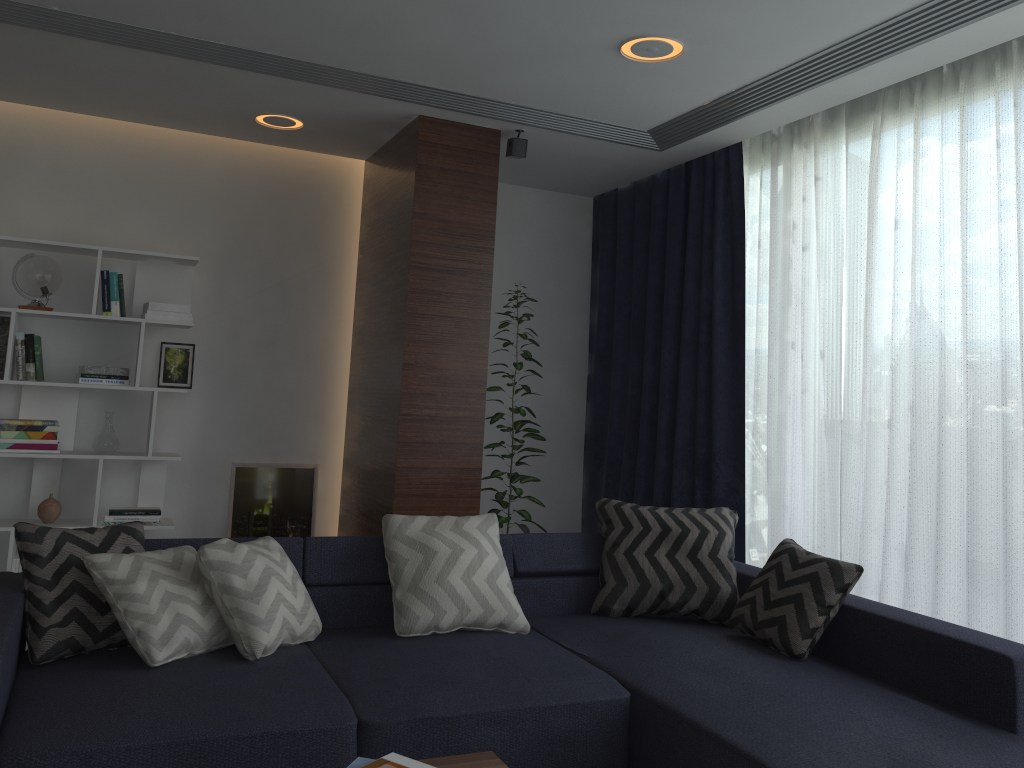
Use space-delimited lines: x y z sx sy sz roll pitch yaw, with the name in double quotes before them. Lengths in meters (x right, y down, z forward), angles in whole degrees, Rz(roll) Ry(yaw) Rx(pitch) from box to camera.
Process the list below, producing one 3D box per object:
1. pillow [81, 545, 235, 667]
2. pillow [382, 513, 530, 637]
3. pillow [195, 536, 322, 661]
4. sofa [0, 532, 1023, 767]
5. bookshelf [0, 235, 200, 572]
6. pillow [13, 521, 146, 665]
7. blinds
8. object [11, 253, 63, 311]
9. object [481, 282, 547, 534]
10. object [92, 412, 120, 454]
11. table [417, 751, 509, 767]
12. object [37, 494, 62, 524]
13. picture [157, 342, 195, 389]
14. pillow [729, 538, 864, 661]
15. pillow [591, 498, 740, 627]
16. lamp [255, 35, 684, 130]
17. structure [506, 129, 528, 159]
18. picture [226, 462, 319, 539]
"pillow" -1.058 0.669 2.725 0.330 0.297 0.413 1 -3 28
"pillow" -0.216 0.685 3.205 0.493 0.391 0.341 4 -4 -24
"pillow" -0.811 0.677 2.867 0.280 0.354 0.415 2 -4 19
"sofa" -0.043 0.881 2.545 2.864 0.613 1.893 4 -2 -24
"bookshelf" -2.330 0.189 4.604 1.146 1.835 0.298 5 -6 -24
"pillow" -1.301 0.619 2.728 0.221 0.389 0.412 -1 -5 36
"blinds" -0.459 -0.244 1.835 5.784 2.794 7.109 4 -2 -21
"object" -2.455 -0.484 4.558 0.235 0.386 0.218 3 -5 -5
"object" 0.001 0.312 5.155 0.503 1.861 0.479 -1 -7 34
"object" -2.131 0.257 4.647 0.132 0.221 0.131 5 -5 -19
"table" -0.253 0.977 1.465 0.798 0.355 0.803 4 -2 -24
"object" -2.371 0.638 4.531 0.111 0.148 0.122 5 -5 -27
"picture" -1.888 -0.104 4.969 0.181 0.258 0.058 5 -6 -24
"pillow" 0.999 0.757 3.150 0.285 0.347 0.413 5 -4 -20
"pillow" 0.628 0.756 3.583 0.598 0.523 0.352 3 -5 6
"lamp" -3.059 -1.545 0.593 9.540 0.085 5.337 4 -1 -38
"structure" 0.026 -1.264 4.682 0.084 0.143 0.114 5 -5 -19
"picture" -1.387 0.814 5.113 0.498 0.705 0.083 5 -6 -24
